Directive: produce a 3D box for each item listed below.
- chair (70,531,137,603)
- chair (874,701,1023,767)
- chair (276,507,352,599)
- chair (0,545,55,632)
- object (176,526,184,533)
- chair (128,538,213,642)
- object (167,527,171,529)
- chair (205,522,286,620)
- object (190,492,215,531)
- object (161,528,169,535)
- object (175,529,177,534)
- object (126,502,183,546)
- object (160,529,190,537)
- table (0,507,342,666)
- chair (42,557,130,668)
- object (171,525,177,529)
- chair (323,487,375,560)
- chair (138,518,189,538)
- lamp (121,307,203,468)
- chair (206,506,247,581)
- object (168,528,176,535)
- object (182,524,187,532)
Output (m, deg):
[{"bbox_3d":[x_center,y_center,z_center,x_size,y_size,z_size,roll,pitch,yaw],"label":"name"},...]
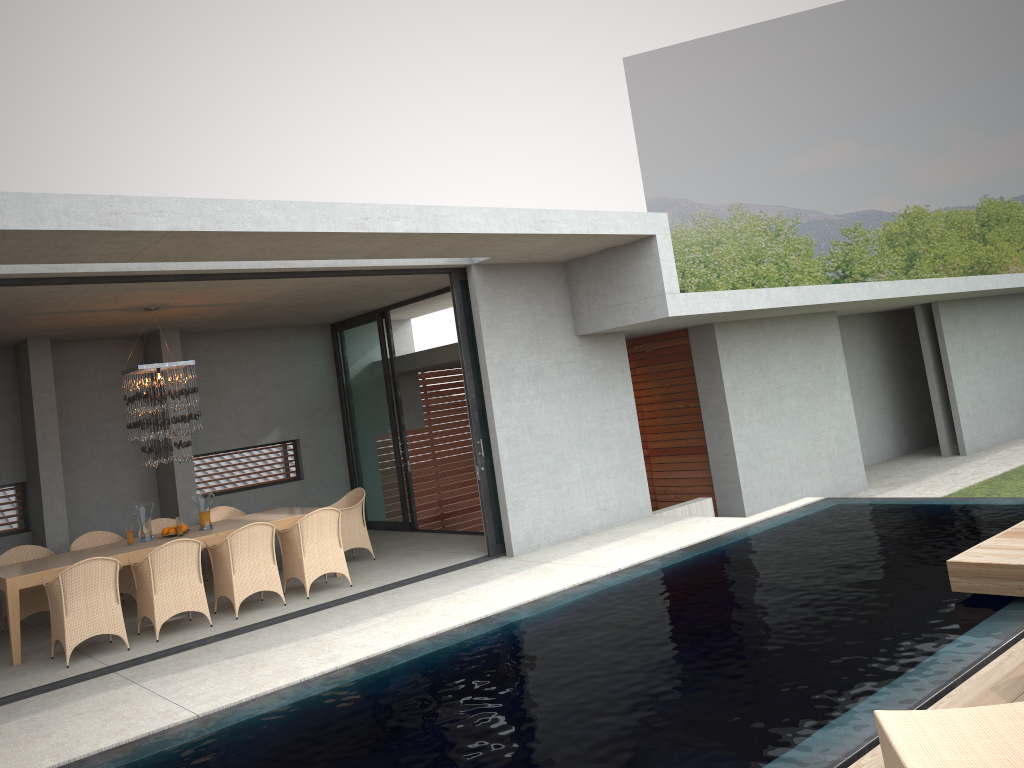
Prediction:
[{"bbox_3d":[-4.601,2.102,9.947,0.619,0.869,0.624,-5,-5,-40],"label":"chair"},{"bbox_3d":[1.584,1.173,2.422,0.698,0.832,2.288,-9,-1,10],"label":"chair"},{"bbox_3d":[-2.075,1.729,9.250,0.619,0.869,0.624,-5,-5,-40],"label":"chair"},{"bbox_3d":[-5.165,2.179,9.470,0.619,0.869,0.624,-5,-5,-40],"label":"chair"},{"bbox_3d":[-3.529,1.554,9.398,0.086,0.087,0.087,-11,-4,40],"label":"object"},{"bbox_3d":[-3.203,1.882,8.298,0.619,0.869,0.624,-5,-5,-40],"label":"chair"},{"bbox_3d":[-3.680,1.579,9.483,0.086,0.087,0.087,-9,-3,10],"label":"object"},{"bbox_3d":[-2.639,1.805,8.774,0.619,0.869,0.624,-5,-5,-40],"label":"chair"},{"bbox_3d":[-3.355,1.391,9.633,0.191,0.389,0.193,-11,-5,32],"label":"object"},{"bbox_3d":[-3.676,1.574,9.393,0.093,0.095,0.095,-11,-4,40],"label":"object"},{"bbox_3d":[-3.597,1.574,9.425,0.070,0.071,0.070,-8,-3,-1],"label":"object"},{"bbox_3d":[-3.784,1.450,9.331,0.543,0.389,0.322,-7,-3,-24],"label":"object"},{"bbox_3d":[-3.597,1.603,9.438,0.308,0.034,0.310,-8,-1,19],"label":"object"},{"bbox_3d":[-3.603,2.004,9.352,3.270,0.762,1.268,-8,-2,-40],"label":"table"},{"bbox_3d":[-3.767,1.959,7.821,0.619,0.869,0.624,-5,-5,-40],"label":"chair"},{"bbox_3d":[-3.590,1.521,9.402,0.070,0.048,0.071,-9,-2,11],"label":"object"},{"bbox_3d":[-2.063,1.743,10.723,0.632,0.869,0.611,-5,-5,-40],"label":"chair"},{"bbox_3d":[-4.036,2.026,10.423,0.619,0.869,0.624,-5,-5,-40],"label":"chair"},{"bbox_3d":[-3.868,0.031,9.716,0.621,1.768,0.612,-4,-6,-40],"label":"lamp"},{"bbox_3d":[-3.472,1.949,10.899,0.619,0.869,0.624,-5,-5,-40],"label":"chair"},{"bbox_3d":[-3.598,1.568,9.351,0.081,0.082,0.080,-8,-3,-11],"label":"object"},{"bbox_3d":[-3.536,1.553,9.490,0.093,0.095,0.094,-11,-4,39],"label":"object"}]
